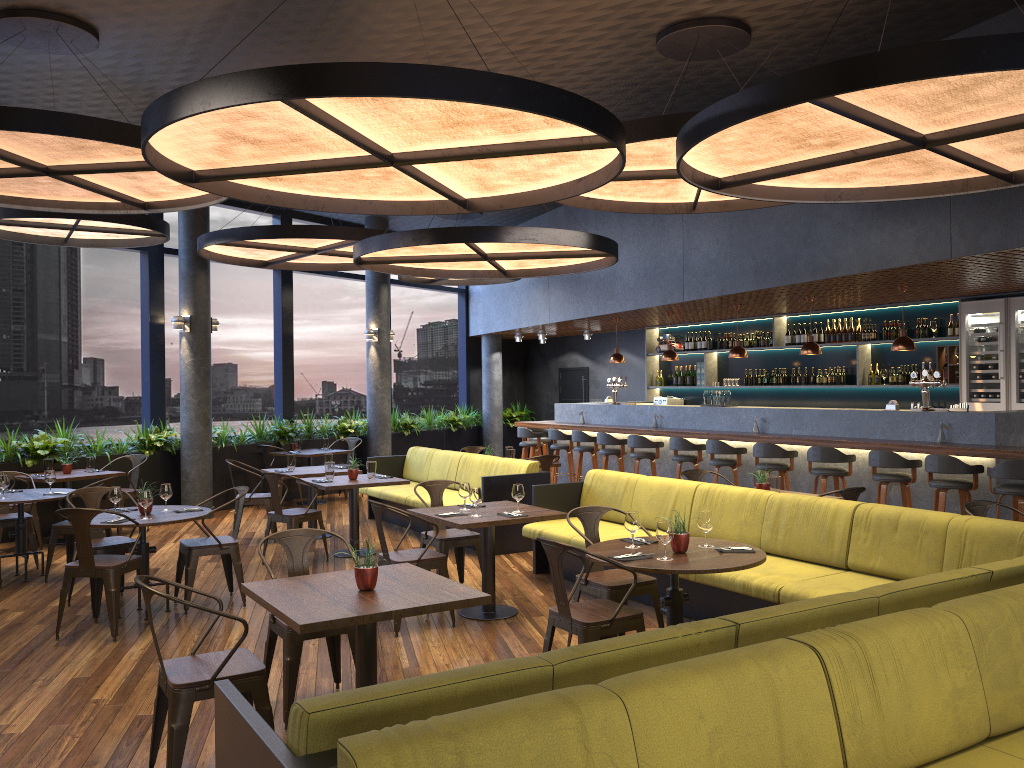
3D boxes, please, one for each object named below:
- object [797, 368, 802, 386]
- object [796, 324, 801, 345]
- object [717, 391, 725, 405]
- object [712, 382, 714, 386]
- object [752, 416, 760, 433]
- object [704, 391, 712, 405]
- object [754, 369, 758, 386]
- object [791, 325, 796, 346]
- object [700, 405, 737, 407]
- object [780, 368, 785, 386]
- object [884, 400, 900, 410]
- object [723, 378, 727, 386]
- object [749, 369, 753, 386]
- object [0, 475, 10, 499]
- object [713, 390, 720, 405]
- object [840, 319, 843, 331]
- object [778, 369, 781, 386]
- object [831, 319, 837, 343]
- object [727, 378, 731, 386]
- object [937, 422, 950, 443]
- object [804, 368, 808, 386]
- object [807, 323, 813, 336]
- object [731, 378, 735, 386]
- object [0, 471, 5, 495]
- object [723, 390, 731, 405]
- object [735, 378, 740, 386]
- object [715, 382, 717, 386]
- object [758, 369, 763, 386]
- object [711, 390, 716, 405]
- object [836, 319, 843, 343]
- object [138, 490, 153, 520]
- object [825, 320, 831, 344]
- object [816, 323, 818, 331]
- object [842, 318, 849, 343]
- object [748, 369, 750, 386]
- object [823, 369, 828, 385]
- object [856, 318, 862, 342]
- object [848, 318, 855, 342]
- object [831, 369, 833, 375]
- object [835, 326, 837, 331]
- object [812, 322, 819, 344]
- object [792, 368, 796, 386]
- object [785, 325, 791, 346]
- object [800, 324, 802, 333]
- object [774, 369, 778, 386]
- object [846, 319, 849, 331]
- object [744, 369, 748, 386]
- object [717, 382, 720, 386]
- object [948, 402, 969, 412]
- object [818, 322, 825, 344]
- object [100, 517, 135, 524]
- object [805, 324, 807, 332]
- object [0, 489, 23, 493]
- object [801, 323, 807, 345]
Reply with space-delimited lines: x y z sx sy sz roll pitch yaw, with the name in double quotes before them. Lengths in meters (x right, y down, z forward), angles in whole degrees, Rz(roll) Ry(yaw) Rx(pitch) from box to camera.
"object" 4.128 -0.104 12.742 0.063 0.254 0.063 -1 0 6
"object" 4.129 -0.711 12.751 0.085 0.310 0.086 -1 0 2
"object" 2.713 0.190 11.515 0.105 0.209 0.105 -1 0 4
"object" 3.240 0.004 14.270 0.042 0.059 0.042 -1 0 21
"object" 2.956 0.489 10.726 0.069 0.203 0.114 -1 0 -42
"object" 2.587 0.191 11.729 0.105 0.209 0.105 -1 0 4
"object" 3.741 -0.099 13.592 0.063 0.254 0.063 -1 0 16
"object" 4.119 -0.711 12.941 0.085 0.310 0.086 -1 0 -17
"object" 2.718 0.285 11.662 0.273 0.019 0.437 -1 0 -31
"object" 3.981 -0.102 13.043 0.063 0.254 0.063 -1 0 11
"object" 3.839 0.226 9.673 0.200 0.106 0.766 -1 0 -31
"object" 3.385 -0.028 14.066 0.084 0.119 0.084 -1 0 14
"object" 3.651 -0.098 13.551 0.063 0.254 0.063 -1 0 -44
"object" -4.492 0.909 7.830 0.097 0.206 0.097 -1 0 27
"object" 2.691 0.190 11.652 0.105 0.209 0.105 -1 0 4
"object" 4.529 -0.727 12.239 0.084 0.330 0.084 -1 0 -24
"object" 3.989 -0.102 13.199 0.063 0.254 0.063 -1 0 2
"object" 4.436 -0.726 12.223 0.084 0.330 0.084 -1 0 -24
"object" 3.429 -0.028 13.993 0.084 0.119 0.084 -1 0 14
"object" 4.211 0.473 8.671 0.114 0.203 0.069 -1 0 3
"object" 4.237 -0.105 12.776 0.063 0.254 0.063 -1 0 31
"object" 4.270 -0.713 12.695 0.085 0.310 0.086 -1 0 -20
"object" 3.474 -0.029 13.920 0.084 0.119 0.084 -1 0 14
"object" -4.723 0.912 8.178 0.097 0.206 0.097 -1 0 -45
"object" 2.807 0.189 11.581 0.105 0.209 0.105 -1 0 4
"object" 3.519 -0.030 13.845 0.084 0.119 0.084 -1 0 14
"object" 3.257 0.004 14.170 0.042 0.059 0.042 -1 0 21
"object" 3.772 -0.099 13.464 0.063 0.254 0.063 -1 0 -3
"object" 2.686 0.190 11.775 0.105 0.209 0.105 -1 0 4
"object" 4.484 -0.726 12.143 0.084 0.330 0.084 -1 0 -24
"object" -2.693 0.888 6.516 0.097 0.206 0.097 -1 0 -25
"object" 4.387 -0.725 12.303 0.084 0.330 0.084 -1 0 -24
"object" 4.323 -0.713 12.617 0.085 0.310 0.086 -1 0 -4
"object" 4.534 -0.727 12.054 0.084 0.330 0.084 -1 0 -24
"object" 3.677 -0.098 13.697 0.063 0.254 0.063 -1 0 -39
"object" 4.387 -0.092 12.381 0.088 0.224 0.088 -1 0 -17
"object" 4.706 -0.729 12.015 0.084 0.330 0.084 -1 0 -24
"object" 4.586 -0.728 11.973 0.084 0.330 0.084 -1 0 -24
"object" 4.484 -0.093 12.439 0.088 0.224 0.088 -1 0 -37
"object" 4.481 -0.726 12.321 0.084 0.330 0.084 -1 0 -24
"object" 4.277 -0.713 12.506 0.085 0.310 0.086 -1 0 2
"object" 4.077 -0.103 12.828 0.063 0.254 0.063 -1 0 31
"object" 4.023 -0.710 12.916 0.085 0.310 0.086 -1 0 -4
"object" 4.170 -0.712 12.855 0.085 0.310 0.086 -1 0 -4
"object" 3.916 -0.101 13.164 0.063 0.254 0.063 -1 0 -13
"object" 4.579 -0.727 12.160 0.084 0.330 0.084 -1 0 -24
"object" 3.599 -0.097 13.637 0.063 0.254 0.063 -1 0 31
"object" 3.301 0.003 14.170 0.042 0.059 0.042 -1 0 21
"object" 4.393 0.227 8.724 0.177 0.091 0.091 -1 0 34
"object" 4.371 -0.714 12.535 0.085 0.310 0.086 -1 0 10
"object" -2.844 0.983 6.430 0.157 0.019 0.255 -1 0 11
"object" 4.222 -0.712 12.780 0.085 0.310 0.086 -1 0 10
"object" -4.709 1.006 8.351 0.157 0.019 0.255 -1 0 -45
"object" 4.175 -0.712 12.670 0.085 0.310 0.086 -1 0 -4
